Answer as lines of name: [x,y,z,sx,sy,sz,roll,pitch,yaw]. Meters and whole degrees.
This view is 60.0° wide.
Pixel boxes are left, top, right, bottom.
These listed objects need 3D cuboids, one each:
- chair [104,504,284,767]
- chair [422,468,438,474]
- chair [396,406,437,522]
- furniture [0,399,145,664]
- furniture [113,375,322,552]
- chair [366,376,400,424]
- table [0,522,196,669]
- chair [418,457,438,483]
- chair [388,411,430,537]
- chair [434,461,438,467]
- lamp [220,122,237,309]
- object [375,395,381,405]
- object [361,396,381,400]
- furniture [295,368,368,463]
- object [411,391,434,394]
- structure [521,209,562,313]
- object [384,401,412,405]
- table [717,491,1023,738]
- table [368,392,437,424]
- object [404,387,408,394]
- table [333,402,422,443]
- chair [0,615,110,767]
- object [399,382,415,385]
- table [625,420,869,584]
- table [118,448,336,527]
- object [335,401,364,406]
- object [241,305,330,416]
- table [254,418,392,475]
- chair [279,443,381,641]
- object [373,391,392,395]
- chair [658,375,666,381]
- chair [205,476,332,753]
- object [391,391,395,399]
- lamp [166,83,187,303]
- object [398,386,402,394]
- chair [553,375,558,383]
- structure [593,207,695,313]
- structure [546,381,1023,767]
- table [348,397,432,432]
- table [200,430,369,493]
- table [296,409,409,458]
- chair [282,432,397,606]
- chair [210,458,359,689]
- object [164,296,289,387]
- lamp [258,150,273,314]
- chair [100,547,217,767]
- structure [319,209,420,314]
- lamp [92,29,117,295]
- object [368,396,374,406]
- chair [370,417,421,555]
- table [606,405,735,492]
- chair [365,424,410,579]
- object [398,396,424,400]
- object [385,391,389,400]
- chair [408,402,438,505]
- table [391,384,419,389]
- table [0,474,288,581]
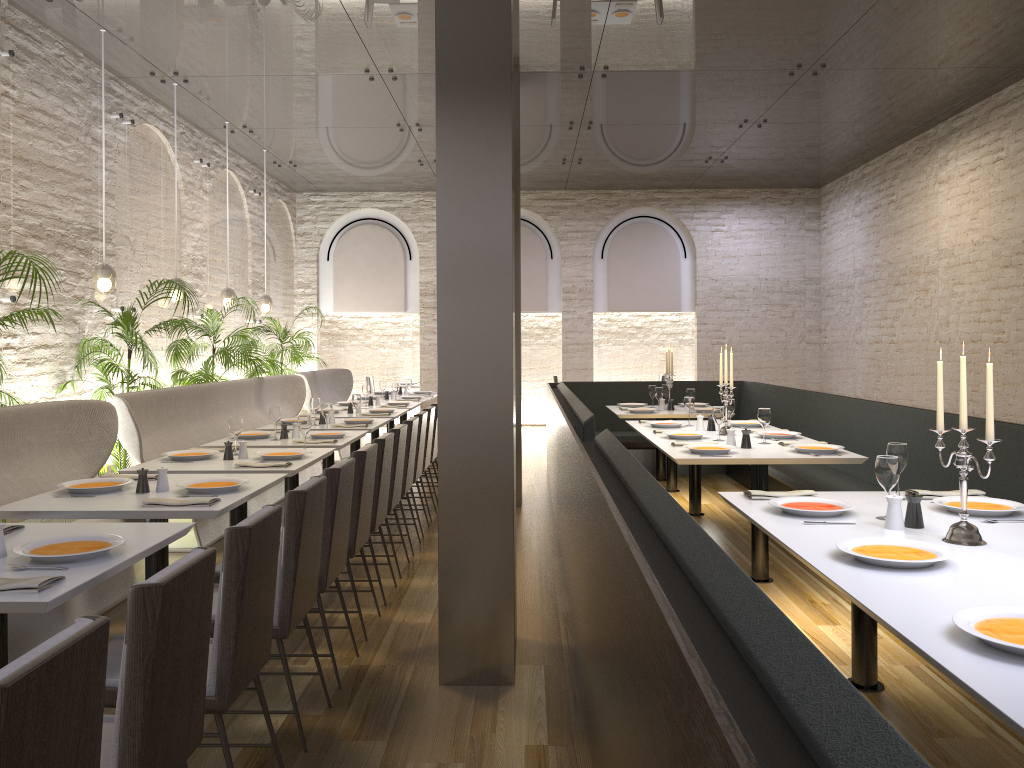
chair: [-1.002,0.844,2.650,0.565,0.906,0.412,0,0,1]
chair: [-0.888,0.569,9.027,0.565,0.906,0.412,0,0,1]
chair: [-0.919,0.644,7.277,0.565,0.906,0.412,0,0,1]
furniture: [-2.386,0.729,3.274,0.709,1.097,4.479,0,2,1]
furniture: [-2.304,0.529,7.914,0.709,1.097,4.479,0,2,1]
chair: [-2.150,0.323,14.892,0.565,0.906,0.412,0,0,1]
table: [-1.639,0.915,2.773,0.936,0.760,1.011,0,2,1]
chair: [-0.899,0.594,8.438,0.565,0.906,0.412,0,0,1]
chair: [-0.929,0.669,6.714,0.565,0.906,0.412,0,0,1]
chair: [-0.878,0.545,9.585,0.565,0.906,0.412,0,0,1]
lamp: [-3.098,-1.831,9.652,0.178,2.041,0.178,0,0,-20]
object: [-1.475,0.179,9.747,0.059,0.109,0.059,0,1,37]
object: [-1.769,0.171,10.878,0.321,0.036,0.322,2,3,38]
furniture: [-2.238,0.370,11.590,0.707,1.097,2.586,0,2,1]
object: [-1.211,0.119,12.007,0.321,0.036,0.322,2,3,38]
structure: [-0.025,-1.971,14.150,1.633,1.675,0.098,0,0,1]
object: [-1.251,0.216,9.763,0.321,0.036,0.322,2,3,38]
table: [1.429,0.904,2.605,1.100,0.759,2.540,0,2,1]
table: [-1.474,0.516,12.014,0.936,0.760,1.011,0,2,1]
object: [-1.435,0.082,11.990,0.059,0.109,0.059,0,1,37]
table: [-1.514,0.613,9.771,0.936,0.760,1.011,0,2,1]
chair: [-1.023,0.894,1.491,0.565,0.906,0.412,0,0,1]
object: [-1.765,-0.002,14.890,0.322,0.036,0.321,1,3,36]
table: [1.495,0.745,6.289,1.100,0.759,2.540,0,2,1]
table: [-1.597,0.812,5.157,0.936,0.760,1.011,0,2,1]
object: [-1.789,0.219,9.775,0.321,0.036,0.322,2,3,38]
object: [-2.990,-0.053,11.580,1.145,1.974,1.188,-1,1,-18]
table: [-1.555,0.711,7.482,0.936,0.760,1.011,0,2,1]
chair: [-0.970,0.767,4.427,0.565,0.906,0.412,0,0,1]
object: [-1.749,0.122,12.018,0.321,0.036,0.322,2,3,38]
chair: [2.277,0.302,14.813,0.565,0.906,0.412,0,0,1]
chair: [-0.991,0.817,3.267,0.565,0.906,0.412,0,0,1]
object: [-1.455,0.131,10.850,0.059,0.109,0.059,0,1,37]
lamp: [-3.123,-1.769,8.236,0.178,2.041,0.178,0,0,-14]
object: [-1.506,0.084,11.946,0.059,0.109,0.059,0,1,37]
chair: [0.965,0.308,14.837,0.565,0.906,0.412,0,0,1]
structure: [2.095,-1.981,14.112,1.633,1.675,0.098,0,0,1]
structure: [1.486,0.693,4.714,2.371,1.000,10.755,0,2,1]
table: [-1.495,0.565,10.874,0.936,0.760,1.011,0,2,1]
table: [-1.576,0.762,6.320,0.936,0.760,1.011,0,2,1]
table: [-1.534,0.661,8.653,0.936,0.760,1.011,0,2,1]
chair: [-0.960,0.743,4.993,0.565,0.906,0.412,0,0,1]
chair: [-0.981,0.793,3.833,0.565,0.906,0.412,0,0,1]
object: [-3.050,0.053,9.117,1.188,1.974,1.145,0,1,42]
lamp: [-3.073,-1.890,11.040,0.178,2.041,0.178,0,0,-20]
chair: [-1.013,0.870,2.056,0.565,0.906,0.412,0,0,1]
structure: [-2.285,-1.959,14.190,1.633,1.675,0.098,0,0,1]
lamp: [-3.148,-1.709,6.834,0.178,2.041,0.178,0,0,22]
object: [-1.546,0.181,9.702,0.059,0.109,0.059,0,1,37]
chair: [-0.939,0.693,6.153,0.565,0.906,0.412,0,0,1]
table: [1.540,0.635,8.846,1.100,0.760,1.189,0,2,1]
chair: [-0.950,0.718,5.558,0.565,0.906,0.412,0,0,1]
object: [-1.232,0.169,10.866,0.321,0.036,0.322,2,3,38]
object: [-1.526,0.134,10.805,0.059,0.109,0.059,0,1,37]
chair: [-0.909,0.619,7.869,0.565,0.906,0.412,0,0,1]
table: [-1.491,0.392,14.886,0.936,0.760,1.011,0,2,1]
table: [-1.617,0.861,4.024,0.936,0.760,1.011,0,2,1]
